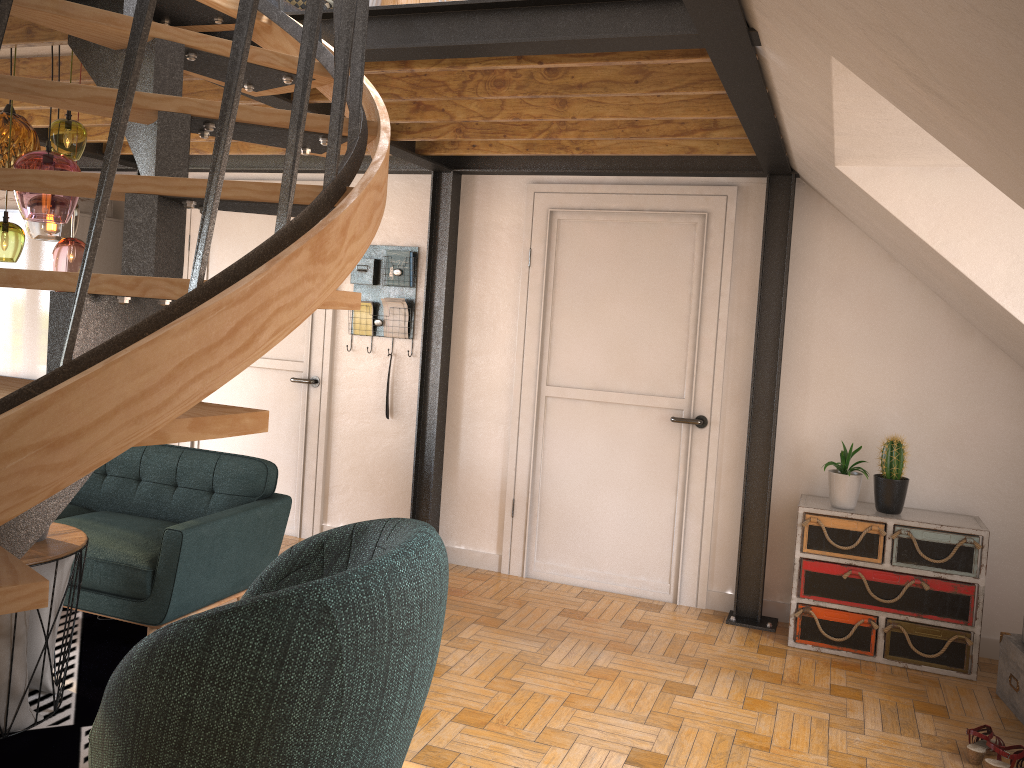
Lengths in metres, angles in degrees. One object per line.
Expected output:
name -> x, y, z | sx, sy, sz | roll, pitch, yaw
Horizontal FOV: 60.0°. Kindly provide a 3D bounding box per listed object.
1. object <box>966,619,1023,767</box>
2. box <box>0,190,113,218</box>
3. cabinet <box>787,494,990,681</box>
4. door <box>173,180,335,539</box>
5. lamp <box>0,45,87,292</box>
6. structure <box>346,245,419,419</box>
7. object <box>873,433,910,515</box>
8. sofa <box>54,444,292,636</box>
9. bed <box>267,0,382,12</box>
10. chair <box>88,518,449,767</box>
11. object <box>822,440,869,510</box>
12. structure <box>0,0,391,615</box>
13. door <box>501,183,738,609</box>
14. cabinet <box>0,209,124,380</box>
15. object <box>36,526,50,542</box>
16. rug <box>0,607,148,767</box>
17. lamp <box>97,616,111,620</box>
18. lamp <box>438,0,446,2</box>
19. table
object -> 2.112, 1.200, 3.412 | 0.697, 0.428, 1.156 | 5, 5, 20
box -> -3.102, -1.265, 6.028 | 0.642, 0.218, 0.376 | 5, 4, 15
cabinet -> 1.820, 0.970, 4.344 | 0.835, 0.694, 0.379 | 5, 3, 20
door -> -1.728, -0.190, 5.835 | 1.201, 2.296, 0.088 | 5, 2, 20
lamp -> -1.857, -0.834, 3.242 | 0.617, 1.012, 0.492 | 2, 3, -30
structure -> -0.828, -0.323, 5.492 | 0.443, 1.075, 0.099 | 5, 2, 20
object -> 1.841, 0.425, 4.303 | 0.168, 0.400, 0.170 | 3, 3, -19
sofa -> -2.119, 0.671, 4.269 | 1.975, 0.781, 0.825 | 5, 4, 20
bed -> -1.852, -1.977, 4.637 | 2.124, 1.019, 2.292 | 5, 4, 20
chair -> -0.641, 0.838, 2.356 | 0.901, 0.962, 0.899 | 4, 3, 6
object -> 1.633, 0.443, 4.354 | 0.234, 0.329, 0.214 | 5, 3, 26
structure -> -1.162, -0.564, 1.845 | 1.631, 3.811, 2.248 | 6, 3, 35
door -> 0.566, 0.031, 4.985 | 1.201, 2.296, 0.088 | 5, 2, 20
cabinet -> -3.484, -0.197, 6.316 | 1.508, 1.999, 0.809 | 5, 3, 20
object -> -1.743, 0.419, 3.210 | 0.190, 0.295, 0.173 | 4, 3, -6
rug -> -2.339, 1.122, 3.407 | 3.504, 0.010, 1.702 | 6, 5, 20
lamp -> -2.655, 0.161, 4.355 | 2.362, 1.715, 0.571 | 6, 3, 29
lamp -> -0.685, -2.448, 5.174 | 0.849, 0.812, 0.195 | 2, 3, -23
table -> -1.895, 0.826, 3.154 | 0.680, 0.685, 0.683 | 2, 4, -30
